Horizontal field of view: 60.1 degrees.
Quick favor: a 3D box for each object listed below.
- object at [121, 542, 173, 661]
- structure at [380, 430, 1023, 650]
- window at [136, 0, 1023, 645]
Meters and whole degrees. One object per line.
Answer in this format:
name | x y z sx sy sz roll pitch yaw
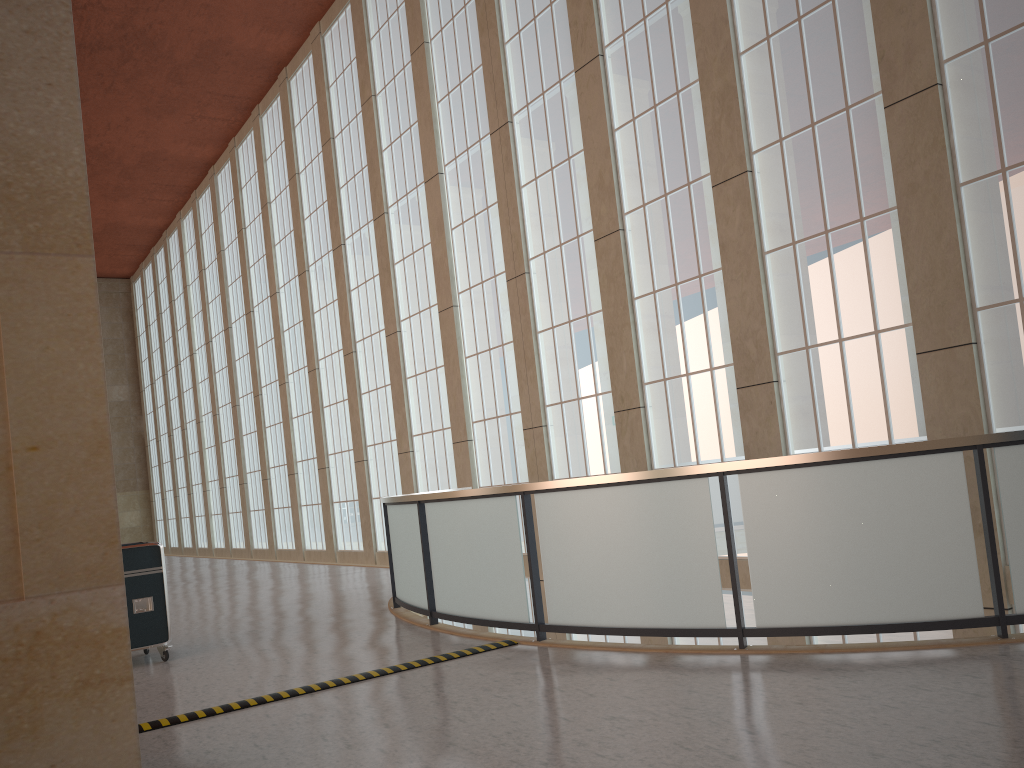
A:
object | -5.159 2.890 11.579 1.053 1.537 1.280 -4 -5 -34
structure | 1.741 2.058 11.918 5.237 1.789 13.153 -1 -8 -44
window | -30.910 9.526 68.740 0.010 28.559 165.916 -5 -6 -34
